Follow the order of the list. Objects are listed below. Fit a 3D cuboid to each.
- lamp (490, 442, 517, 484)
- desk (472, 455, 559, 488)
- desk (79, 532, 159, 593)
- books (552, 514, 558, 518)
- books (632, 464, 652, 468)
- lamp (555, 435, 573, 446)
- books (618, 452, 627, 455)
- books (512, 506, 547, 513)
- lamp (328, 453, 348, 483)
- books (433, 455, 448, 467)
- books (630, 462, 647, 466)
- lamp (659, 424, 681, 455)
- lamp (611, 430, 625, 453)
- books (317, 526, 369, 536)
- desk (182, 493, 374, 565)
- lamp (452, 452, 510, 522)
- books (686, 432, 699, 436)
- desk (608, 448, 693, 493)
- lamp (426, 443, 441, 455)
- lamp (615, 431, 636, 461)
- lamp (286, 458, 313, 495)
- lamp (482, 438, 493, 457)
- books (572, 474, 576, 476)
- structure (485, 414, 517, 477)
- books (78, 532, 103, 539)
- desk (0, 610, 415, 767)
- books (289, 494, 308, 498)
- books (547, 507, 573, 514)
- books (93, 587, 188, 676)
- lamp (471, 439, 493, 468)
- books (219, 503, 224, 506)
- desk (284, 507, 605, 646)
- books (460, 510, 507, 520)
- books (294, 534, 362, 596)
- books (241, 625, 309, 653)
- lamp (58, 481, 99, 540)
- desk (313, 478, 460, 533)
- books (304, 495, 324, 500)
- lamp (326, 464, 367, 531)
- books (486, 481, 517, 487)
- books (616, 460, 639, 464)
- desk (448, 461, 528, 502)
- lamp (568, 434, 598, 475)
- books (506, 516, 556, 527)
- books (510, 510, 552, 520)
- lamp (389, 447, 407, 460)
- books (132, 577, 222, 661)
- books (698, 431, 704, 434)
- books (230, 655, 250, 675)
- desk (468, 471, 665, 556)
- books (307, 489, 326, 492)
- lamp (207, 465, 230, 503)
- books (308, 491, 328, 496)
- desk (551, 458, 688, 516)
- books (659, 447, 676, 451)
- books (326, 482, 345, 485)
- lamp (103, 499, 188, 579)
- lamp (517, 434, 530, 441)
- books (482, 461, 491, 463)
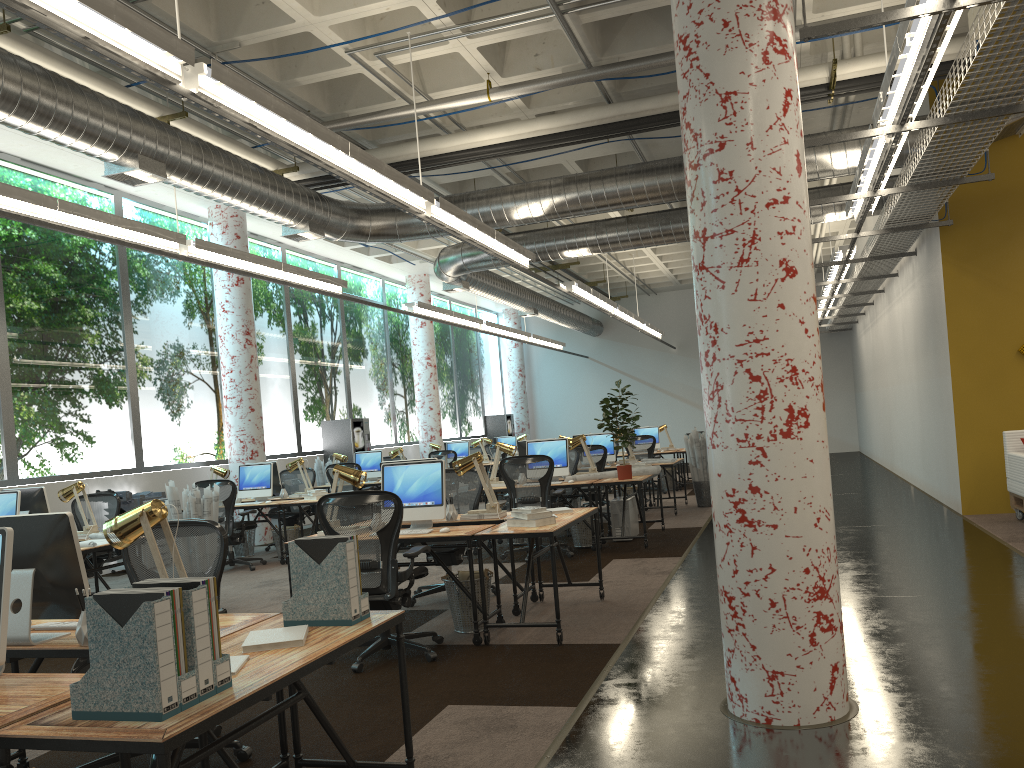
[{"bbox_3d":[-0.171,0.959,10.033,0.529,0.611,0.218,-6,-1,37],"label":"lamp"},{"bbox_3d":[0.148,2.081,21.143,1.943,0.724,1.400,-5,-2,17],"label":"desk"},{"bbox_3d":[-4.044,1.741,7.641,1.943,0.724,1.400,-5,-2,17],"label":"desk"},{"bbox_3d":[0.195,0.960,6.393,0.243,0.019,0.205,-4,-3,-5],"label":"books"},{"bbox_3d":[1.491,0.972,10.414,0.258,0.044,0.192,-7,-3,35],"label":"books"},{"bbox_3d":[0.699,1.062,13.048,0.529,0.611,0.208,-6,-1,37],"label":"lamp"},{"bbox_3d":[2.019,1.325,16.801,0.309,0.038,0.225,-6,-3,17],"label":"books"},{"bbox_3d":[0.115,0.851,6.001,0.152,0.030,0.185,-2,-4,-45],"label":"books"},{"bbox_3d":[-2.829,1.406,14.143,0.529,0.611,0.208,-6,-1,37],"label":"lamp"},{"bbox_3d":[-1.176,1.335,14.537,0.234,0.310,0.068,-5,0,17],"label":"books"},{"bbox_3d":[1.483,0.940,10.400,0.185,0.030,0.153,-5,-3,15],"label":"books"},{"bbox_3d":[3.039,1.078,17.153,0.529,0.611,0.218,-6,-1,37],"label":"lamp"},{"bbox_3d":[1.969,1.148,16.814,0.529,0.611,0.218,-6,-1,37],"label":"lamp"},{"bbox_3d":[-1.216,1.063,6.392,0.309,0.038,0.225,-6,-3,17],"label":"books"},{"bbox_3d":[-2.922,1.832,11.254,1.943,0.724,1.400,-5,-2,17],"label":"desk"},{"bbox_3d":[-0.196,0.817,6.744,0.529,0.611,0.218,-6,-1,37],"label":"lamp"},{"bbox_3d":[3.326,1.053,16.247,0.234,0.310,0.068,-5,0,17],"label":"books"},{"bbox_3d":[2.805,1.649,16.911,1.943,0.724,1.400,-5,-2,17],"label":"desk"},{"bbox_3d":[-1.651,1.502,17.945,0.529,0.611,0.218,-6,-1,37],"label":"lamp"},{"bbox_3d":[1.763,0.992,13.379,0.529,0.611,0.208,-6,-1,37],"label":"lamp"},{"bbox_3d":[-2.692,1.261,11.491,0.529,0.611,0.208,-6,-1,37],"label":"lamp"},{"bbox_3d":[-0.688,1.580,21.046,0.529,0.611,0.218,-6,-1,37],"label":"lamp"},{"bbox_3d":[0.879,1.072,10.385,0.309,0.038,0.225,-6,-3,17],"label":"books"},{"bbox_3d":[-0.274,1.795,25.515,0.639,1.810,0.749,-5,0,17],"label":"structure"},{"bbox_3d":[-3.831,1.354,7.896,0.309,0.038,0.225,-6,-3,17],"label":"books"},{"bbox_3d":[-1.506,1.300,3.025,1.943,0.724,1.400,-5,-2,17],"label":"desk"},{"bbox_3d":[-2.709,1.444,11.509,0.309,0.038,0.225,-6,-3,17],"label":"books"},{"bbox_3d":[0.337,0.961,6.710,0.200,0.024,0.236,-4,-3,-9],"label":"books"},{"bbox_3d":[-0.986,0.704,2.360,0.234,0.310,0.068,-5,0,17],"label":"books"},{"bbox_3d":[-0.581,1.432,18.283,0.529,0.611,0.218,-6,-1,37],"label":"lamp"},{"bbox_3d":[-3.709,1.508,11.143,0.309,0.038,0.225,-6,-3,17],"label":"books"},{"bbox_3d":[-0.430,1.388,6.502,1.943,0.724,1.400,-5,-2,17],"label":"desk"},{"bbox_3d":[-0.216,1.000,6.758,0.309,0.038,0.225,-6,-3,17],"label":"books"},{"bbox_3d":[-0.686,0.728,3.325,0.234,0.310,0.068,-5,0,17],"label":"books"},{"bbox_3d":[-0.804,0.868,3.023,0.200,0.024,0.236,-4,-3,-9],"label":"books"},{"bbox_3d":[-3.813,1.170,7.878,0.529,0.611,0.208,-6,-1,37],"label":"lamp"},{"bbox_3d":[-1.996,1.907,14.237,1.943,0.724,1.400,-5,-2,17],"label":"desk"},{"bbox_3d":[-2.365,1.373,10.736,0.272,0.050,0.200,-7,-4,45],"label":"books"},{"bbox_3d":[-1.266,0.887,6.405,0.529,0.611,0.218,-6,-1,37],"label":"lamp"},{"bbox_3d":[-0.121,1.135,10.020,0.309,0.038,0.225,-6,-3,17],"label":"books"},{"bbox_3d":[1.745,1.175,13.397,0.309,0.038,0.225,-6,-3,17],"label":"books"},{"bbox_3d":[-0.815,2.003,18.042,1.943,0.724,1.400,-5,-2,17],"label":"desk"},{"bbox_3d":[0.896,0.889,10.367,0.529,0.611,0.208,-6,-1,37],"label":"lamp"},{"bbox_3d":[0.127,0.928,5.985,0.272,0.050,0.200,-7,-4,45],"label":"books"},{"bbox_3d":[0.130,0.882,6.011,0.192,0.044,0.258,-3,-3,-25],"label":"books"},{"bbox_3d":[-1.762,1.336,14.478,0.529,0.611,0.218,-6,-1,37],"label":"lamp"},{"bbox_3d":[-0.942,0.707,2.501,0.234,0.310,0.068,-5,0,17],"label":"books"},{"bbox_3d":[3.625,1.077,17.212,0.234,0.310,0.068,-5,0,17],"label":"books"},{"bbox_3d":[-0.947,0.867,2.706,0.243,0.019,0.205,-4,-3,-5],"label":"books"},{"bbox_3d":[0.665,1.460,10.130,1.943,0.724,1.400,-5,-2,17],"label":"desk"},{"bbox_3d":[-2.377,1.296,10.753,0.152,0.030,0.185,-2,-4,-45],"label":"books"},{"bbox_3d":[-3.758,1.331,11.157,0.529,0.611,0.218,-6,-1,37],"label":"lamp"},{"bbox_3d":[-2.363,1.327,10.762,0.192,0.044,0.258,-3,-3,-25],"label":"books"},{"bbox_3d":[1.532,1.563,13.141,1.943,0.724,1.400,-5,-2,17],"label":"desk"},{"bbox_3d":[3.019,1.261,17.167,0.309,0.038,0.225,-6,-3,17],"label":"books"},{"bbox_3d":[-2.783,1.583,14.126,0.309,0.038,0.225,-6,-3,17],"label":"books"},{"bbox_3d":[-1.272,0.729,3.266,0.529,0.611,0.218,-6,-1,37],"label":"lamp"},{"bbox_3d":[0.382,1.509,21.385,0.529,0.611,0.218,-6,-1,37],"label":"lamp"},{"bbox_3d":[-0.601,1.615,18.298,0.309,0.038,0.225,-6,-3,17],"label":"books"}]
